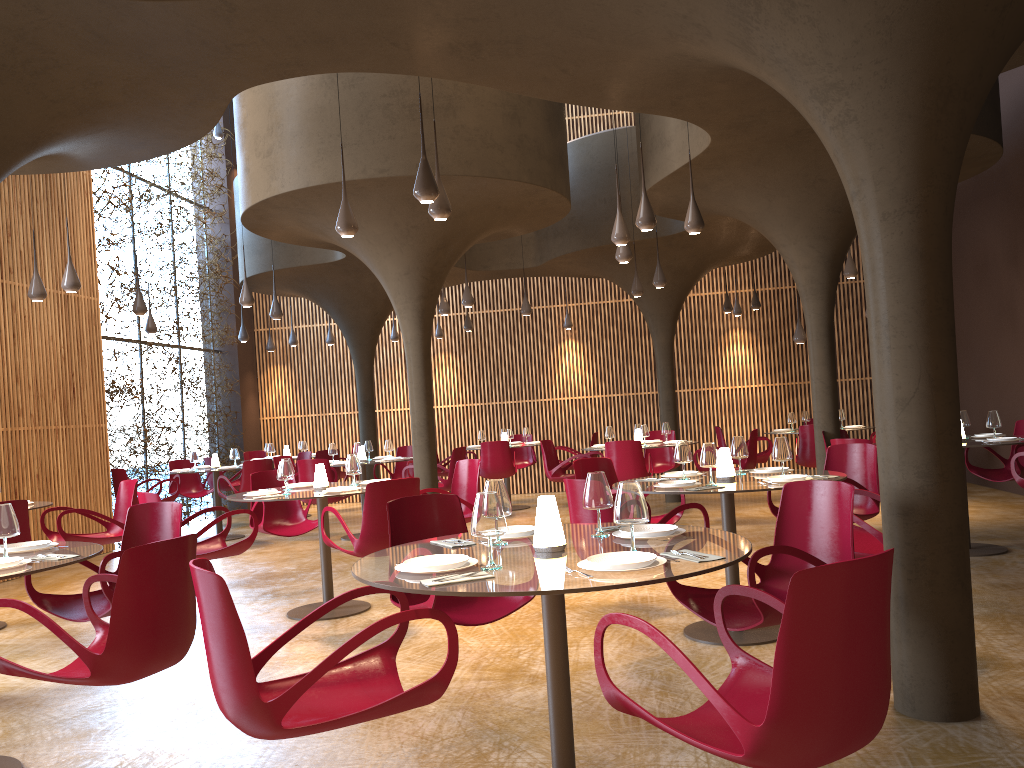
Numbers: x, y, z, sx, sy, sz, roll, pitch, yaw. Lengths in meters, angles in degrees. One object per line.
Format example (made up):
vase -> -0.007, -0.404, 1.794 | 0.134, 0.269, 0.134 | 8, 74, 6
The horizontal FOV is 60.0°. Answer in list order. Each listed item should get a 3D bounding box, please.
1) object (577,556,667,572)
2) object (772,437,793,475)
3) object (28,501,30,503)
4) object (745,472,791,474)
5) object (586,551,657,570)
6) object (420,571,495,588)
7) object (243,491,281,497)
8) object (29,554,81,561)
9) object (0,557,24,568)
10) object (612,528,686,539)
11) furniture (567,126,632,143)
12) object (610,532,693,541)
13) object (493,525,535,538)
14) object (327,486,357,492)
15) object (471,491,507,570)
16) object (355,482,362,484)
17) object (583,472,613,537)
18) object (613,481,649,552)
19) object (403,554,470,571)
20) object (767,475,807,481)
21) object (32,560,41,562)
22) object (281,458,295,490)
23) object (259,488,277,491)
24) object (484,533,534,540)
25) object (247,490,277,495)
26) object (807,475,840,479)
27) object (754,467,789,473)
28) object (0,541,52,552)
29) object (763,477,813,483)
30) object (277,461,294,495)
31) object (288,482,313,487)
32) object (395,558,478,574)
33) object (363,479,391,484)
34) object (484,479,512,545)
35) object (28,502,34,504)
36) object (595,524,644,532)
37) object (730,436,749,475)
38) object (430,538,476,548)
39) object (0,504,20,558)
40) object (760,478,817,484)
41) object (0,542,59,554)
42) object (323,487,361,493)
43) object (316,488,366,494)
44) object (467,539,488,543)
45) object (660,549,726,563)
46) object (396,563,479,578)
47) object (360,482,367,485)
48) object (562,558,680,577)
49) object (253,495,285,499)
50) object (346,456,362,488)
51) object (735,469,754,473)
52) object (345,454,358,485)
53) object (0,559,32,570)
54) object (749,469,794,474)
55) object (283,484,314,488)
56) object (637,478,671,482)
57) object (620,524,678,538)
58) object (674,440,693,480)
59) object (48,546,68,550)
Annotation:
object -> 0.409, 0.670, 3.300 | 0.332, 0.014, 0.332 | -4, -2, 15
object -> 1.924, 0.527, 6.315 | 0.142, 0.295, 0.142 | -4, -1, 34
object -> -4.842, 1.165, 8.627 | 0.263, 0.029, 0.263 | -5, -2, 26
object -> 2.003, 0.675, 6.826 | 0.204, 0.012, 0.411 | -3, -2, -31
object -> 0.409, 0.660, 3.300 | 0.263, 0.029, 0.263 | -4, -2, -1
object -> -0.200, 0.715, 3.239 | 0.262, 0.017, 0.126 | -3, -2, -23
object -> -2.224, 0.982, 7.899 | 0.331, 0.014, 0.332 | -3, -2, -29
object -> -2.367, 0.897, 4.589 | 0.262, 0.017, 0.126 | -5, -2, 31
object -> -2.538, 0.883, 4.339 | 0.263, 0.029, 0.263 | -5, -2, 44
object -> 0.621, 0.678, 4.022 | 0.332, 0.014, 0.331 | -5, -2, 39
furniture -> 1.290, -3.323, 14.261 | 0.899, 1.047, 2.534 | -3, -2, -41
object -> 0.624, 0.679, 4.018 | 0.204, 0.012, 0.411 | -3, -2, -23
object -> -0.006, 0.717, 4.291 | 0.263, 0.029, 0.263 | -3, -2, -22
object -> -1.489, 0.920, 7.753 | 0.263, 0.029, 0.263 | -3, -2, -27
object -> -0.089, 0.569, 3.446 | 0.142, 0.295, 0.142 | -4, -1, 21
object -> -1.427, 0.961, 8.665 | 0.261, 0.017, 0.126 | -3, -2, -34
object -> 0.399, 0.558, 4.116 | 0.142, 0.295, 0.142 | -4, -1, -9
object -> 0.474, 0.535, 3.522 | 0.142, 0.295, 0.142 | -4, -1, -3
object -> -0.299, 0.713, 3.525 | 0.263, 0.029, 0.263 | -5, -2, 35
object -> 1.890, 0.649, 6.086 | 0.263, 0.029, 0.263 | -5, -2, 29
object -> -2.539, 0.894, 4.335 | 0.204, 0.012, 0.410 | -5, -2, 27
object -> -2.133, 0.854, 8.401 | 0.142, 0.295, 0.142 | -3, -1, -40
object -> -2.340, 1.015, 8.502 | 0.126, 0.017, 0.262 | -3, -2, -28
object -> -0.005, 0.727, 4.291 | 0.332, 0.014, 0.331 | -5, -2, 27
object -> -2.225, 0.972, 7.899 | 0.263, 0.029, 0.263 | -3, -2, -19
object -> 2.156, 0.653, 6.231 | 0.126, 0.017, 0.262 | -3, -2, -32
object -> 2.000, 0.665, 6.830 | 0.263, 0.029, 0.263 | -4, -2, 6
object -> -2.739, 0.917, 4.992 | 0.263, 0.029, 0.263 | -4, -2, 15
object -> 1.891, 0.659, 6.086 | 0.332, 0.014, 0.331 | -5, -2, 32
object -> -2.007, 0.829, 7.847 | 0.142, 0.295, 0.142 | -4, -1, 3
object -> -2.066, 0.984, 8.626 | 0.263, 0.029, 0.263 | -3, -2, -21
object -> -0.299, 0.723, 3.525 | 0.331, 0.014, 0.332 | -3, -2, -10
object -> -1.277, 0.926, 8.403 | 0.263, 0.029, 0.263 | -2, -2, -37
object -> -0.071, 0.587, 4.066 | 0.142, 0.295, 0.142 | -4, -1, 16
object -> -4.841, 1.174, 8.627 | 0.332, 0.014, 0.331 | -5, -2, 33
object -> 0.542, 0.699, 4.313 | 0.262, 0.017, 0.126 | -3, -2, -19
object -> 1.767, 0.554, 6.893 | 0.142, 0.295, 0.142 | -4, -1, 40
object -> -0.279, 0.748, 4.165 | 0.126, 0.017, 0.262 | -3, -2, -28
object -> -2.613, 0.768, 4.563 | 0.142, 0.295, 0.142 | -4, -1, 19
object -> 1.888, 0.660, 6.082 | 0.410, 0.012, 0.204 | -2, -2, -36
object -> -2.738, 0.926, 4.992 | 0.332, 0.014, 0.332 | -4, -2, -1
object -> -1.488, 0.930, 7.753 | 0.332, 0.014, 0.331 | -5, -2, 28
object -> -1.492, 0.931, 7.751 | 0.410, 0.012, 0.204 | -3, -2, -28
object -> -0.001, 0.728, 4.294 | 0.410, 0.012, 0.204 | -3, -2, -33
object -> 0.692, 0.662, 3.407 | 0.126, 0.017, 0.262 | -3, -2, -24
object -> -0.301, 0.724, 3.529 | 0.204, 0.012, 0.411 | -3, -2, -27
object -> -1.277, 0.936, 8.403 | 0.332, 0.014, 0.331 | -5, -2, 31
object -> 0.405, 0.671, 3.298 | 0.410, 0.012, 0.204 | -3, -2, -28
object -> -2.093, 0.972, 7.627 | 0.262, 0.017, 0.126 | -3, -2, -29
object -> -1.423, 0.795, 7.975 | 0.142, 0.295, 0.142 | -3, -1, -36
object -> 1.882, 0.698, 7.107 | 0.262, 0.017, 0.126 | -3, -2, -27
object -> -1.515, 0.815, 8.440 | 0.142, 0.295, 0.142 | -4, -1, 22
object -> -2.538, 0.893, 4.339 | 0.331, 0.014, 0.332 | -3, -2, -20
object -> 2.000, 0.674, 6.830 | 0.332, 0.014, 0.332 | -4, -2, 12
object -> -2.065, 0.994, 8.626 | 0.332, 0.014, 0.331 | -4, -2, 24
object -> 1.089, 0.741, 6.845 | 0.126, 0.017, 0.262 | -2, -2, -36
object -> 0.621, 0.668, 4.022 | 0.263, 0.029, 0.263 | -4, -2, 1
object -> 1.308, 0.581, 6.778 | 0.142, 0.295, 0.142 | -3, -1, -26
object -> -2.734, 0.927, 4.991 | 0.411, 0.012, 0.204 | -4, -2, 17
